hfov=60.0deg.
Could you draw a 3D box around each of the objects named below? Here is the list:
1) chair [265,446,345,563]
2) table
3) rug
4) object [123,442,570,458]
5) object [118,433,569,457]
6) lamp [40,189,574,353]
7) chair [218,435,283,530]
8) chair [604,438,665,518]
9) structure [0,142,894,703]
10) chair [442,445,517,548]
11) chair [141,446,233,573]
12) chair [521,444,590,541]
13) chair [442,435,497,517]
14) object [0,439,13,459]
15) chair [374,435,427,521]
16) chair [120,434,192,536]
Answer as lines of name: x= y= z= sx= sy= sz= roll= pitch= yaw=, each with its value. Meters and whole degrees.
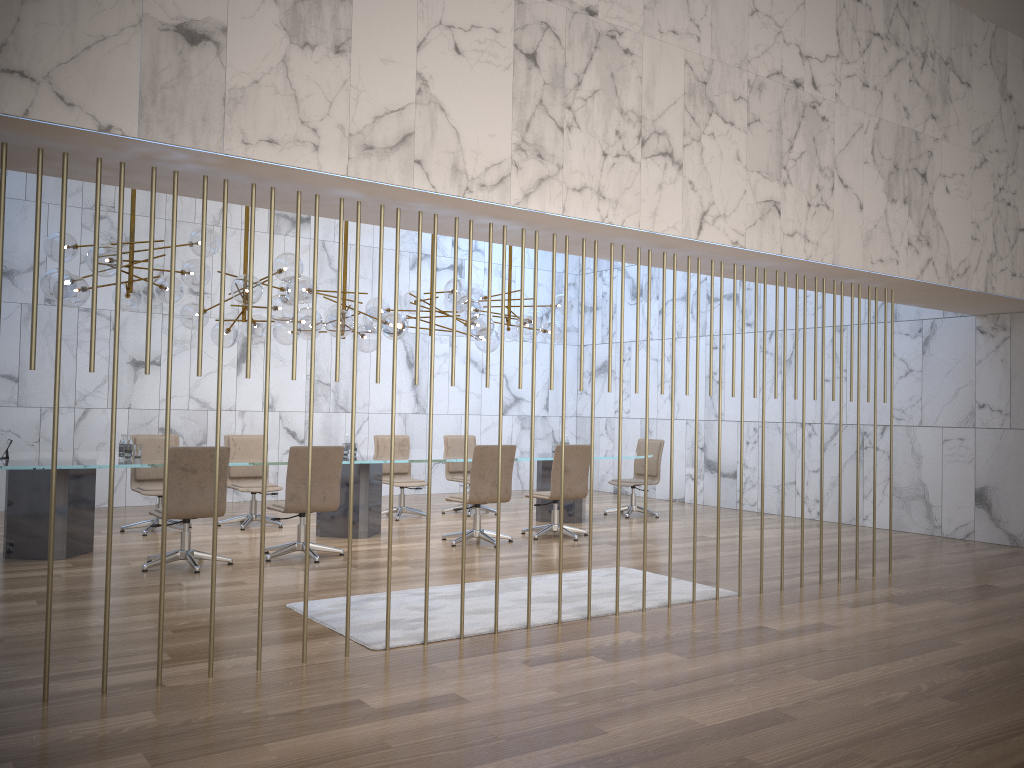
chair: x=-1.843 y=1.036 z=7.862 sx=0.726 sy=1.000 sz=0.697 roll=2 pitch=-2 yaw=-35
table: x=-1.711 y=1.159 z=9.319 sx=7.924 sy=0.835 sz=2.092 roll=2 pitch=-2 yaw=-35
rug: x=0.095 y=1.514 z=6.268 sx=3.025 sy=0.034 sz=1.320 roll=2 pitch=-2 yaw=-35
object: x=-1.429 y=0.694 z=9.482 sx=5.112 sy=0.117 sz=0.183 roll=2 pitch=-2 yaw=-35
object: x=-1.445 y=0.647 z=9.531 sx=5.189 sy=0.213 sz=0.124 roll=2 pitch=-2 yaw=-35
lamp: x=-1.750 y=-1.655 z=9.338 sx=5.672 sy=2.716 sz=1.557 roll=2 pitch=-2 yaw=-35
chair: x=-2.881 y=1.074 z=9.864 sx=0.726 sy=1.000 sz=0.697 roll=2 pitch=-2 yaw=-35
chair: x=1.617 y=1.223 z=11.637 sx=0.697 sy=1.000 sz=0.726 roll=2 pitch=-2 yaw=-34
structure: x=0.324 y=0.284 z=5.605 sx=7.223 sy=2.456 sz=0.023 roll=2 pitch=-2 yaw=-35
chair: x=-0.325 y=1.100 z=8.918 sx=0.726 sy=1.000 sz=0.697 roll=2 pitch=-2 yaw=-35
chair: x=-2.663 y=1.001 z=7.292 sx=0.726 sy=1.000 sz=0.697 roll=2 pitch=-2 yaw=-35
chair: x=0.490 y=1.134 z=9.485 sx=0.726 sy=1.000 sz=0.697 roll=2 pitch=-2 yaw=-35
chair: x=-0.546 y=1.172 z=11.489 sx=0.726 sy=1.000 sz=0.697 roll=2 pitch=-2 yaw=-35
object: x=-4.373 y=0.552 z=7.533 sx=0.205 sy=0.159 sz=0.255 roll=2 pitch=-2 yaw=-35
chair: x=-1.366 y=1.138 z=10.918 sx=0.726 sy=1.000 sz=0.697 roll=2 pitch=-2 yaw=-35
chair: x=-3.692 y=1.040 z=9.301 sx=0.726 sy=1.000 sz=0.697 roll=2 pitch=-2 yaw=-35
